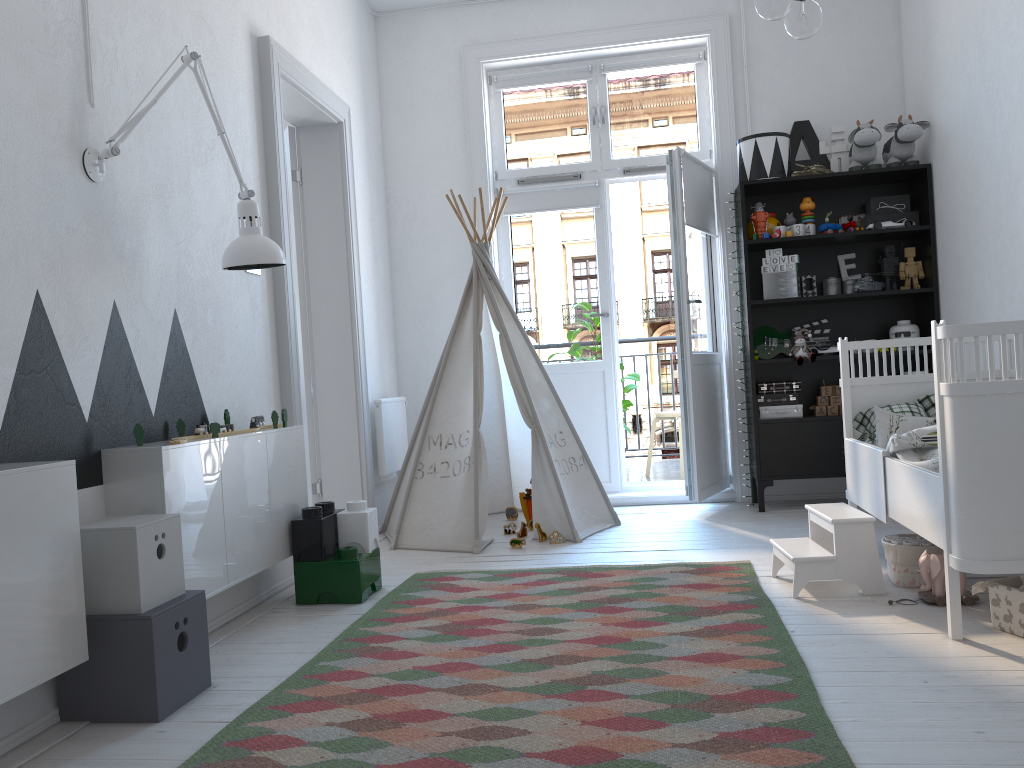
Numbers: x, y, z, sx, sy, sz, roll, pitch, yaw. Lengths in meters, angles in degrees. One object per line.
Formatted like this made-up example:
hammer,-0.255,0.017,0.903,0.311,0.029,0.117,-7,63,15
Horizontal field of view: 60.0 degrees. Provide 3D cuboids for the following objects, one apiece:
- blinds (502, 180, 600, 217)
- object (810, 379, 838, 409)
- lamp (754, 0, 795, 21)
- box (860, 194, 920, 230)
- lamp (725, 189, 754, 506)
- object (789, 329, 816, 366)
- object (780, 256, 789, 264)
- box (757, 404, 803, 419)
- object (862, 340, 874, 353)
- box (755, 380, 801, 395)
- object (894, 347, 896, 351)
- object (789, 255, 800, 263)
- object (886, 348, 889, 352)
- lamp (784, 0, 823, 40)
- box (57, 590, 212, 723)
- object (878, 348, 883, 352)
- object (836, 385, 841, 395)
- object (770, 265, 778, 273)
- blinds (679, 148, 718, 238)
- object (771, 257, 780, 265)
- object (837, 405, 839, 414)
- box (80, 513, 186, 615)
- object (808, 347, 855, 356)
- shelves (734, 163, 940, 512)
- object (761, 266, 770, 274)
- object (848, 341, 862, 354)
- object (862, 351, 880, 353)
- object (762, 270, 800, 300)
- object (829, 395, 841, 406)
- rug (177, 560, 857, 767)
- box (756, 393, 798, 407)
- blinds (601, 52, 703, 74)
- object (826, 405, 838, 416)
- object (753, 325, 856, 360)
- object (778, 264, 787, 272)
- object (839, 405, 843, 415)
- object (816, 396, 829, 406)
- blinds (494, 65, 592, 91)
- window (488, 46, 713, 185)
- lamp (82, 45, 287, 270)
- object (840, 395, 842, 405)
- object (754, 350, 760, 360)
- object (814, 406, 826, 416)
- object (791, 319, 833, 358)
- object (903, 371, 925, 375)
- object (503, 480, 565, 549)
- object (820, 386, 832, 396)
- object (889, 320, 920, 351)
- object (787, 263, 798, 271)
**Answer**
blinds,0.221,-1.074,5.129,0.565,0.158,0.032,-3,1,9
object,1.735,0.062,4.638,0.337,0.186,0.111,-3,1,24
lamp,0.270,-1.445,2.296,0.074,1.530,1.381,-4,1,-16
box,1.944,-0.868,4.566,0.251,0.189,0.179,-3,0,9
lamp,1.660,-0.219,4.644,0.985,1.684,0.095,-3,1,7
object,1.456,-0.185,4.441,0.110,0.186,0.129,-4,1,-4
object,1.390,-0.630,4.512,0.040,0.040,0.040,-3,1,39
box,1.400,0.142,4.648,0.215,0.062,0.179,-3,0,9
object,1.811,-0.190,4.495,0.067,0.067,0.067,-3,1,23
box,1.392,0.019,4.648,0.215,0.062,0.179,-3,0,9
object,1.914,-0.189,4.449,0.031,0.054,0.042,-4,1,-36
object,1.430,-0.632,4.494,0.040,0.040,0.040,-3,1,34
object,1.889,-0.188,4.483,0.042,0.054,0.031,-3,1,9
lamp,0.359,-1.451,2.403,0.074,1.530,1.381,-4,1,-16
box,-0.932,0.672,2.198,0.254,0.259,0.251,-3,0,9
object,1.839,-0.185,4.437,0.042,0.054,0.031,-4,1,-31
object,1.684,0.032,4.525,0.050,0.050,0.050,-3,1,29
object,1.343,-0.586,4.543,0.040,0.040,0.040,-3,0,14
blinds,1.003,-1.004,4.721,0.032,0.390,0.565,-3,1,29
object,1.348,-0.627,4.530,0.040,0.040,0.040,-3,1,29
object,1.655,0.133,4.572,0.050,0.050,0.050,-3,0,9
box,-0.958,0.441,2.189,0.202,0.206,0.199,-3,0,9
object,1.630,-0.169,4.532,0.230,0.048,0.098,-3,0,34
shelves,1.676,-0.216,4.577,0.911,1.678,0.353,-3,1,9
object,1.304,-0.584,4.552,0.040,0.040,0.040,-3,1,24
object,1.760,-0.187,4.551,0.067,0.067,0.067,-3,1,23
object,1.881,-0.178,4.643,0.163,0.034,0.069,-3,0,9
object,1.385,-0.501,4.558,0.170,0.138,0.124,-3,1,24
object,1.645,0.084,4.518,0.050,0.050,0.050,-3,0,9
rug,0.098,0.723,2.459,1.320,0.016,2.028,-3,0,9
box,1.377,0.082,4.650,0.215,0.062,0.179,-3,0,9
blinds,0.790,-1.817,5.023,0.565,0.060,0.032,-3,1,9
object,1.633,0.134,4.521,0.050,0.050,0.050,-3,0,14
object,1.550,-0.207,4.722,0.542,0.239,0.093,-3,1,10
object,1.380,-0.589,4.518,0.040,0.040,0.040,-3,1,24
object,1.699,0.130,4.510,0.050,0.050,0.050,-3,1,39
object,1.592,0.087,4.547,0.050,0.050,0.050,-3,0,9
blinds,0.178,-1.766,5.121,0.565,0.087,0.032,-3,1,9
window,0.498,-1.536,5.096,1.263,0.660,0.101,-3,1,9
lamp,-0.995,-0.684,2.667,0.200,0.656,0.651,-3,1,43
object,1.702,0.080,4.536,0.050,0.050,0.050,-3,0,9
object,1.289,-0.152,4.687,0.042,0.054,0.031,-3,1,19
object,1.575,0.138,4.530,0.050,0.050,0.050,-3,0,9
object,1.584,-0.241,4.689,0.201,0.199,0.048,-3,1,9
object,2.050,0.034,4.499,0.132,0.199,0.267,-3,0,9
object,0.145,0.577,4.320,0.385,0.284,0.856,-4,0,1
object,1.605,0.037,4.536,0.050,0.050,0.050,-3,0,9
object,1.999,-0.243,4.516,0.139,0.162,0.139,-4,1,-16
object,1.422,-0.591,4.499,0.040,0.040,0.040,-3,1,39
